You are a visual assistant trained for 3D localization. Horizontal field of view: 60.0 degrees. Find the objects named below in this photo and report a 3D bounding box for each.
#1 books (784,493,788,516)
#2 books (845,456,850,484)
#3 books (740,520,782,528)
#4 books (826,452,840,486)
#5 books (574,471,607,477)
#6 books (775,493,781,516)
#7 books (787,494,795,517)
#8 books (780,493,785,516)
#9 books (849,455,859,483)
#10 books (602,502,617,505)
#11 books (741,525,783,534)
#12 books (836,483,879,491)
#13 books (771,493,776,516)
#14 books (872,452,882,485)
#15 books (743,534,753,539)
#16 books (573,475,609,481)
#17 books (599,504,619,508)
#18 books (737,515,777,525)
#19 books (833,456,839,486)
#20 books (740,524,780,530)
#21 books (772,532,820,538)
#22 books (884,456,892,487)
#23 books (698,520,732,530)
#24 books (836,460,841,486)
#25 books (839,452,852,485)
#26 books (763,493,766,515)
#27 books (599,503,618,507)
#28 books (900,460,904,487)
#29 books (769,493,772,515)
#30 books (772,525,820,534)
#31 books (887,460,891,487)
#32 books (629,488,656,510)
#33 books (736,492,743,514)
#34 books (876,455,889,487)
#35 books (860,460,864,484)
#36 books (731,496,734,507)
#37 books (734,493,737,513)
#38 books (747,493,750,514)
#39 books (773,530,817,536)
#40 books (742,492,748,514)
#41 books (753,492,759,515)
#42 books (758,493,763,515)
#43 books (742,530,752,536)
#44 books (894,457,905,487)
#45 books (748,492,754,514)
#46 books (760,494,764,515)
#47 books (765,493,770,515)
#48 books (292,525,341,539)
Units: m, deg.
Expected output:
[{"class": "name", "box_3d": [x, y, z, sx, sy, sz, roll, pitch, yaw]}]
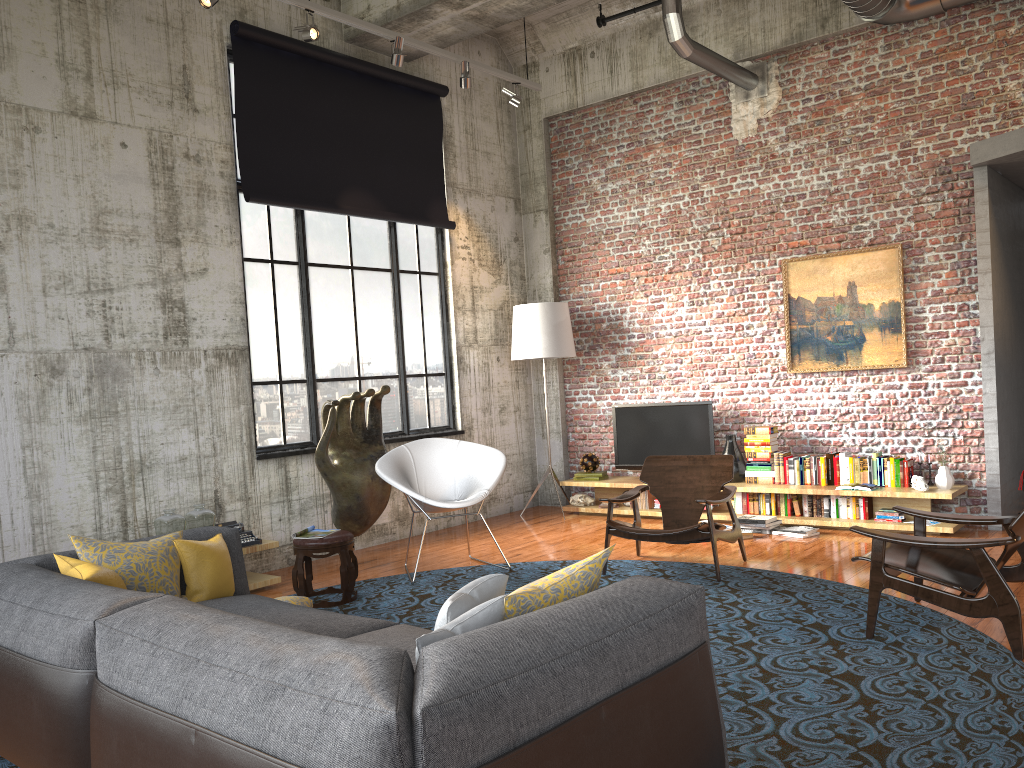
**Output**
[{"class": "books", "box_3d": [2.534, 1.089, 8.091, 0.030, 0.220, 0.158, -2, 2, 39]}, {"class": "books", "box_3d": [3.009, 0.770, 7.869, 0.034, 0.254, 0.183, -2, 2, 39]}, {"class": "books", "box_3d": [2.167, 1.218, 7.803, 0.262, 0.028, 0.320, -4, 0, -41]}, {"class": "books", "box_3d": [2.895, 0.761, 7.973, 0.066, 0.285, 0.197, -2, 2, 39]}, {"class": "books", "box_3d": [0.845, 0.964, 9.480, 0.302, 0.037, 0.243, -3, 0, 19]}, {"class": "books", "box_3d": [2.481, 1.089, 8.153, 0.052, 0.226, 0.156, -2, 2, 39]}, {"class": "books", "box_3d": [2.551, 1.088, 8.066, 0.030, 0.220, 0.158, -2, 2, 39]}, {"class": "books", "box_3d": [2.504, 1.096, 8.109, 0.039, 0.208, 0.151, -2, 2, 39]}, {"class": "books", "box_3d": [3.033, 0.768, 7.845, 0.034, 0.254, 0.183, -2, 2, 39]}, {"class": "books", "box_3d": [1.017, 1.242, 9.247, 0.113, 0.016, 0.114, -4, 0, -27]}, {"class": "books", "box_3d": [2.198, 1.279, 7.838, 0.320, 0.040, 0.236, -3, 0, 41]}, {"class": "books", "box_3d": [2.957, 0.882, 7.596, 0.317, 0.040, 0.214, -3, 0, 39]}, {"class": "books", "box_3d": [2.437, 1.094, 8.165, 0.030, 0.220, 0.158, -2, 2, 39]}, {"class": "books", "box_3d": [3.188, 0.741, 7.726, 0.036, 0.291, 0.176, -2, 2, 39]}, {"class": "books", "box_3d": [1.951, 1.301, 7.583, 0.182, 0.030, 0.129, -4, 0, -29]}, {"class": "books", "box_3d": [0.847, 1.001, 9.481, 0.302, 0.037, 0.242, -3, 0, 32]}, {"class": "books", "box_3d": [1.010, 1.279, 9.266, 0.211, 0.020, 0.162, -3, 0, 7]}, {"class": "books", "box_3d": [2.140, 1.191, 7.789, 0.297, 0.035, 0.236, -3, 0, 41]}, {"class": "books", "box_3d": [2.922, 0.776, 7.933, 0.026, 0.251, 0.159, -2, 2, 39]}, {"class": "books", "box_3d": [2.182, 1.245, 7.837, 0.299, 0.028, 0.236, -3, 0, 37]}, {"class": "books", "box_3d": [2.427, 1.277, 7.584, 0.231, 0.017, 0.313, -4, 0, -36]}, {"class": "books", "box_3d": [3.256, 0.757, 7.665, 0.026, 0.251, 0.159, -2, 2, 39]}, {"class": "books", "box_3d": [1.746, 1.288, 8.043, 0.300, 0.049, 0.422, -4, 0, -36]}, {"class": "books", "box_3d": [2.941, 0.789, 7.916, 0.026, 0.223, 0.161, -2, 2, 39]}, {"class": "books", "box_3d": [2.975, 0.753, 7.897, 0.053, 0.291, 0.176, -2, 2, 39]}, {"class": "books", "box_3d": [2.369, 1.111, 8.222, 0.023, 0.194, 0.139, -2, 2, 39]}, {"class": "books", "box_3d": [1.011, 1.260, 9.256, 0.166, 0.021, 0.210, -3, 0, 14]}, {"class": "books", "box_3d": [3.357, 0.765, 7.582, 0.026, 0.223, 0.161, -2, 2, 39]}, {"class": "books", "box_3d": [2.426, 1.095, 8.199, 0.030, 0.220, 0.158, -2, 2, 39]}, {"class": "books", "box_3d": [2.429, 1.244, 7.591, 0.250, 0.014, 0.311, -4, 0, -44]}, {"class": "books", "box_3d": [3.278, 0.769, 7.650, 0.027, 0.223, 0.161, -2, 2, 39]}, {"class": "books", "box_3d": [1.332, 1.163, 9.038, 0.232, 0.218, 0.173, -3, 2, 39]}, {"class": "books", "box_3d": [2.182, 1.095, 8.385, 0.057, 0.247, 0.171, -2, 2, 39]}, {"class": "books", "box_3d": [3.225, 0.754, 7.695, 0.060, 0.259, 0.180, -2, 2, 39]}, {"class": "books", "box_3d": [3.102, 0.779, 7.791, 0.027, 0.223, 0.161, -2, 2, 39]}, {"class": "books", "box_3d": [2.126, 1.113, 8.416, 0.022, 0.217, 0.138, -2, 2, 39]}, {"class": "books", "box_3d": [2.147, 1.124, 8.405, 0.023, 0.194, 0.139, -2, 2, 39]}, {"class": "books", "box_3d": [2.250, 1.118, 8.327, 0.024, 0.194, 0.139, -2, 2, 39]}, {"class": "books", "box_3d": [2.423, 1.260, 7.587, 0.307, 0.017, 0.231, -3, 0, 37]}, {"class": "books", "box_3d": [2.221, 1.090, 8.348, 0.046, 0.252, 0.152, -2, 2, 39]}, {"class": "books", "box_3d": [2.307, 1.105, 8.277, 0.049, 0.214, 0.148, -2, 2, 39]}, {"class": "books", "box_3d": [2.336, 1.101, 8.255, 0.022, 0.217, 0.138, -2, 2, 39]}, {"class": "books", "box_3d": [1.946, 1.274, 7.584, 0.189, 0.022, 0.133, -4, 0, 0]}, {"class": "books", "box_3d": [3.336, 0.758, 7.613, 0.045, 0.240, 0.174, -2, 2, 39]}, {"class": "books", "box_3d": [2.271, 1.109, 8.303, 0.039, 0.208, 0.151, -2, 2, 39]}, {"class": "books", "box_3d": [2.349, 1.112, 8.236, 0.024, 0.194, 0.139, -2, 2, 39]}, {"class": "books", "box_3d": [2.395, 1.106, 8.210, 0.032, 0.200, 0.145, -2, 2, 39]}, {"class": "books", "box_3d": [-1.367, 1.035, 6.205, 0.229, 0.043, 0.300, -3, 0, 13]}]
